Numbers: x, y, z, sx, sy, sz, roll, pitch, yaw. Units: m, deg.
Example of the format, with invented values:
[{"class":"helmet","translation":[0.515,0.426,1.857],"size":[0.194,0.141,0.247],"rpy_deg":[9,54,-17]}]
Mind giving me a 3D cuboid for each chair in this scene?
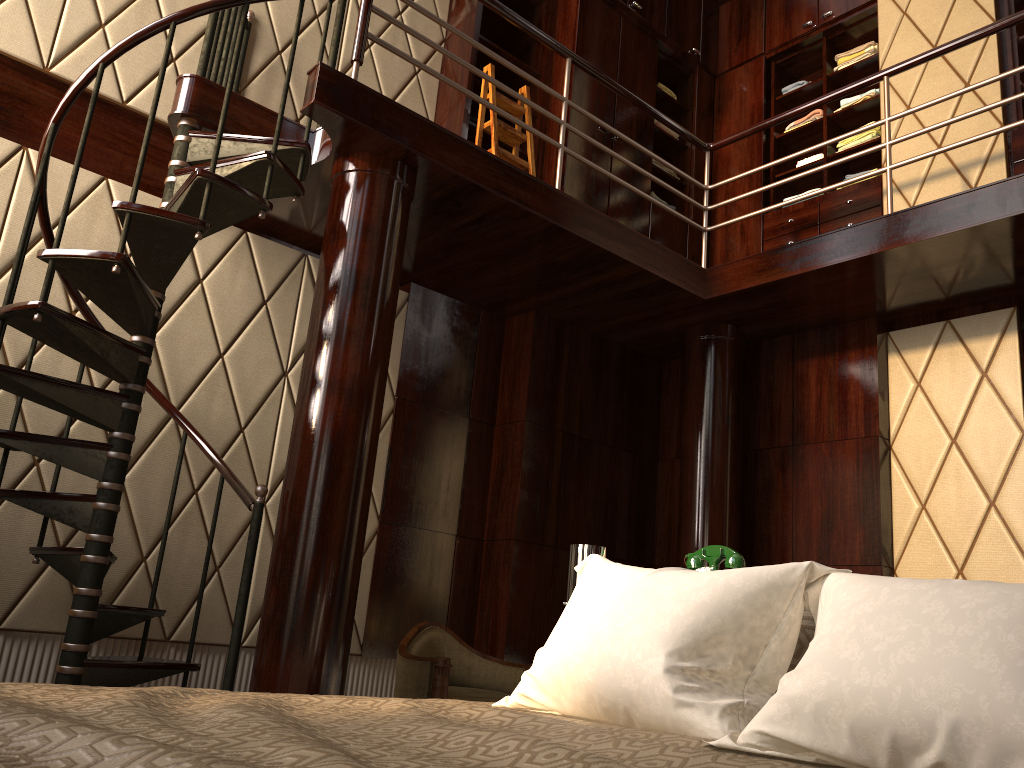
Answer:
[{"class":"chair","translation":[-0.222,1.248,3.555],"size":[0.571,0.550,0.462],"rpy_deg":[18,-21,-38]}]

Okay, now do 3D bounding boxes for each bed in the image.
[{"class":"bed","translation":[0.120,0.496,1.061],"size":[2.381,0.660,1.985],"rpy_deg":[18,-21,-38]}]

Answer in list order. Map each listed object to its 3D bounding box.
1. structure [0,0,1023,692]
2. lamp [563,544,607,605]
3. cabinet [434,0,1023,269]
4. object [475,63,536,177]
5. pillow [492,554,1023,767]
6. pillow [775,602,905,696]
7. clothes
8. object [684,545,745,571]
[{"class":"structure","translation":[1.400,-0.375,2.200],"size":[3.750,3.189,6.107],"rpy_deg":[18,-21,-38]},{"class":"lamp","translation":[0.187,0.616,2.297],"size":[0.109,0.385,0.106],"rpy_deg":[15,-19,-31]},{"class":"cabinet","translation":[2.519,-1.894,3.512],"size":[2.576,2.432,6.767],"rpy_deg":[18,-21,-38]},{"class":"object","translation":[-0.004,-1.164,4.461],"size":[0.275,0.974,0.258],"rpy_deg":[18,-21,-38]},{"class":"pillow","translation":[0.523,0.441,1.421],"size":[0.685,0.320,1.322],"rpy_deg":[18,-20,-37]},{"class":"pillow","translation":[0.519,0.455,1.379],"size":[0.293,0.271,1.123],"rpy_deg":[18,-20,-37]},{"class":"clothes","translation":[2.776,-1.682,4.286],"size":[4.996,0.954,0.818],"rpy_deg":[-9,-22,41]},{"class":"object","translation":[0.530,0.491,2.333],"size":[0.158,0.131,0.178],"rpy_deg":[2,-16,12]}]
